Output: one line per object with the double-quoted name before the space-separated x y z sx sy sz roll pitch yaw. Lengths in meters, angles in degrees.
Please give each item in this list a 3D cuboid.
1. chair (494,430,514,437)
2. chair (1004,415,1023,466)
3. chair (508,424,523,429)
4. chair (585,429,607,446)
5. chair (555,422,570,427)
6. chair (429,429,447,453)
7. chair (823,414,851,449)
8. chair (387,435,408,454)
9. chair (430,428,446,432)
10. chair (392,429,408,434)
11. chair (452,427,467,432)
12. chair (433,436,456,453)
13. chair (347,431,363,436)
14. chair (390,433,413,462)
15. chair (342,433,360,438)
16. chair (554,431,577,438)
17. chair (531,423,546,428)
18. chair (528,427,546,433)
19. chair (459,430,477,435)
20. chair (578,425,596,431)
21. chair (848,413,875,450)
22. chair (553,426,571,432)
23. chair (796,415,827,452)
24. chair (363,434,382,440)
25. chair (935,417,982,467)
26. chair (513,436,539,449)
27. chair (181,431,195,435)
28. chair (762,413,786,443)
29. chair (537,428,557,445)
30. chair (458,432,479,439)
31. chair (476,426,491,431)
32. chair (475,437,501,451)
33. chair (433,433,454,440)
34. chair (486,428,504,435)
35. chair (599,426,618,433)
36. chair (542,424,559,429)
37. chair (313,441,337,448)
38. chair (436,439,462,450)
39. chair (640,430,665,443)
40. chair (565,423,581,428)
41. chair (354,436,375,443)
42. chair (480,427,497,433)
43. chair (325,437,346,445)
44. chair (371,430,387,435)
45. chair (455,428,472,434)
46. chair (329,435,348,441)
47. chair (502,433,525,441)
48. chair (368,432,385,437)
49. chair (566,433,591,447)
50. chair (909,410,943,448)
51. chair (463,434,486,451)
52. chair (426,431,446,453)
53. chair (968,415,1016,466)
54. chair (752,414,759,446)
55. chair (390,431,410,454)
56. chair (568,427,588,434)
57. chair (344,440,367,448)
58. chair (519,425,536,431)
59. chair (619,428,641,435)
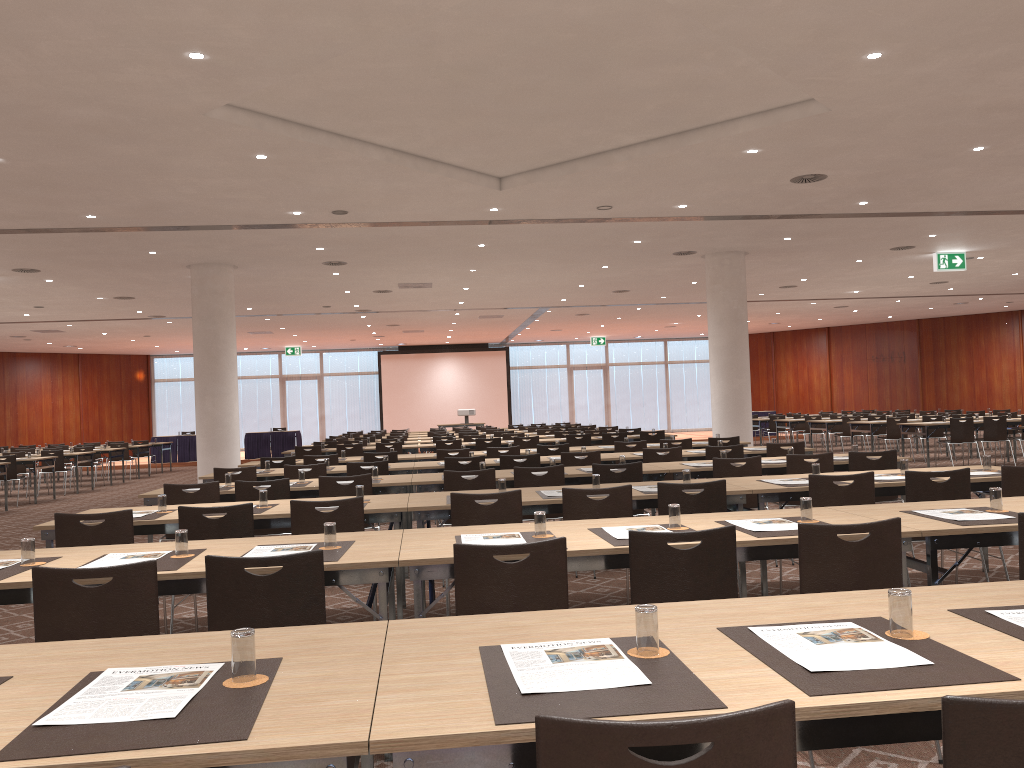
"chair" -0.174 1.473 19.086 0.535 0.939 0.614 -2 -1 -7
"chair" 9.287 1.014 15.974 0.535 0.939 0.614 -2 -1 -6
"chair" 0.102 1.617 25.144 0.535 0.939 0.614 -2 -1 -7
"chair" 1.624 1.355 17.293 0.535 0.939 0.614 -2 -1 -6
"chair" 1.448 1.566 25.279 0.535 0.939 0.614 -2 -1 -3
"chair" -1.891 1.642 23.010 0.535 0.939 0.614 -2 -1 -4
"chair" 8.006 1.217 21.874 0.535 0.939 0.614 -2 -1 -5
"chair" -2.432 1.557 18.859 0.535 0.939 0.614 -2 -1 -8
"chair" -2.069 1.699 24.960 0.535 0.939 0.614 -2 -1 -5
"chair" -3.123 1.738 24.818 0.535 0.939 0.614 -2 -1 -8
"chair" -1.454 1.675 24.987 0.535 0.939 0.614 -2 -1 -7
"chair" -1.283 1.463 16.965 0.535 0.939 0.614 -2 -1 -6
"chair" -4.343 1.784 24.730 0.535 0.939 0.614 -2 -1 -3
"chair" -2.633 1.617 20.883 0.535 0.939 0.614 -2 -1 -3
"chair" -4.115 1.725 22.786 0.535 0.939 0.614 -2 -1 -8
"chair" 1.024 1.376 17.197 0.535 0.939 0.614 -2 -1 -7
"chair" 0.744 1.595 25.286 0.535 0.939 0.614 -2 -1 -7
"chair" 0.589 1.496 21.173 0.535 0.939 0.614 -2 -1 -6
"chair" -1.033 1.557 21.045 0.535 0.939 0.614 -2 -1 -8
"chair" 1.798 1.450 21.295 0.535 0.939 0.614 -2 -1 -4
"chair" 8.590 1.197 22.015 0.535 0.939 0.614 -2 -1 -9
"chair" 1.194 1.474 21.269 0.535 0.939 0.614 -2 -1 -9
"chair" 7.403 1.243 21.955 0.535 0.939 0.614 -2 -1 -7
"chair" -3.256 1.641 20.863 0.535 0.939 0.614 -2 -1 -6
"chair" 7.962 1.064 15.841 0.535 0.939 0.614 -2 -1 -4
"chair" 0.246 1.354 15.109 0.535 0.939 0.614 -2 -1 -5
"chair" -10.463 1.999 28.562 0.535 0.939 0.614 -2 -1 -3
"chair" 7.658 1.335 25.941 0.535 0.939 0.614 -2 -1 -8
"chair" 0.757 1.440 19.258 0.535 0.939 0.614 -2 -1 -5
"chair" -0.924 1.503 19.088 0.535 0.939 0.614 -2 -1 -5
"chair" -0.792 1.652 25.131 0.535 0.939 0.614 -2 -1 -3
"chair" -0.403 1.380 15.121 0.535 0.939 0.614 -2 -1 -7
"chair" -1.443 1.521 18.993 0.535 0.939 0.614 -2 -1 -4
"chair" -0.407 1.535 21.150 0.535 0.939 0.614 -2 -1 -9
"chair" 2.086 1.389 19.349 0.535 0.939 0.614 -2 -1 -6
"chair" 1.007 1.531 23.225 0.535 0.939 0.614 -2 -1 -5
"chair" -3.500 1.546 16.776 0.535 0.939 0.614 -2 -1 -5
"chair" -1.055 1.403 15.013 0.535 0.939 0.614 -2 -1 -5
"chair" 2.421 1.274 15.406 0.535 0.939 0.614 -2 -1 -3
"chair" 1.591 1.510 23.319 0.535 0.939 0.614 -2 -1 -6
"chair" -3.093 1.583 18.827 0.535 0.939 0.614 -2 -1 -3
"chair" -0.594 1.591 23.064 0.535 0.939 0.614 -2 -1 -3
"chair" -3.713 1.607 18.807 0.535 0.939 0.614 -2 -1 -9
"chair" -3.706 1.761 24.837 0.535 0.939 0.614 -2 -1 -5
"chair" -1.243 1.617 23.033 0.535 0.939 0.614 -2 -1 -3
"chair" -4.013 1.668 20.709 0.535 0.939 0.614 -2 -1 -5
"chair" 0.024 1.416 17.174 0.535 0.939 0.614 -2 -1 -8
"chair" -3.464 1.699 22.774 0.535 0.939 0.614 -2 -1 -7
"chair" 1.128 1.322 15.233 0.535 0.939 0.614 -2 -1 -8
"chair" 10.326 1.132 22.190 0.535 0.939 0.614 -2 -1 -8
"chair" -0.714 1.442 17.057 0.535 0.939 0.614 -2 -1 -7
"chair" -1.760 1.583 20.936 0.535 0.939 0.614 -2 -1 -4
"chair" 8.627 1.041 15.989 0.535 0.939 0.614 -2 -1 -4
"chair" 6.902 1.361 25.783 0.535 0.939 0.614 -2 -1 -4
"chair" -2.890 1.678 22.867 0.535 0.939 0.614 -2 -1 -3
"chair" 1.426 1.413 19.248 0.535 0.939 0.614 -2 -1 -4
"chair" -2.933 1.524 16.798 0.535 0.939 0.614 -2 -1 -3
"chair" 0.404 1.556 23.241 0.535 0.939 0.614 -2 -1 -4
"chair" 2.292 1.329 17.325 0.535 0.939 0.614 -2 -1 -4
